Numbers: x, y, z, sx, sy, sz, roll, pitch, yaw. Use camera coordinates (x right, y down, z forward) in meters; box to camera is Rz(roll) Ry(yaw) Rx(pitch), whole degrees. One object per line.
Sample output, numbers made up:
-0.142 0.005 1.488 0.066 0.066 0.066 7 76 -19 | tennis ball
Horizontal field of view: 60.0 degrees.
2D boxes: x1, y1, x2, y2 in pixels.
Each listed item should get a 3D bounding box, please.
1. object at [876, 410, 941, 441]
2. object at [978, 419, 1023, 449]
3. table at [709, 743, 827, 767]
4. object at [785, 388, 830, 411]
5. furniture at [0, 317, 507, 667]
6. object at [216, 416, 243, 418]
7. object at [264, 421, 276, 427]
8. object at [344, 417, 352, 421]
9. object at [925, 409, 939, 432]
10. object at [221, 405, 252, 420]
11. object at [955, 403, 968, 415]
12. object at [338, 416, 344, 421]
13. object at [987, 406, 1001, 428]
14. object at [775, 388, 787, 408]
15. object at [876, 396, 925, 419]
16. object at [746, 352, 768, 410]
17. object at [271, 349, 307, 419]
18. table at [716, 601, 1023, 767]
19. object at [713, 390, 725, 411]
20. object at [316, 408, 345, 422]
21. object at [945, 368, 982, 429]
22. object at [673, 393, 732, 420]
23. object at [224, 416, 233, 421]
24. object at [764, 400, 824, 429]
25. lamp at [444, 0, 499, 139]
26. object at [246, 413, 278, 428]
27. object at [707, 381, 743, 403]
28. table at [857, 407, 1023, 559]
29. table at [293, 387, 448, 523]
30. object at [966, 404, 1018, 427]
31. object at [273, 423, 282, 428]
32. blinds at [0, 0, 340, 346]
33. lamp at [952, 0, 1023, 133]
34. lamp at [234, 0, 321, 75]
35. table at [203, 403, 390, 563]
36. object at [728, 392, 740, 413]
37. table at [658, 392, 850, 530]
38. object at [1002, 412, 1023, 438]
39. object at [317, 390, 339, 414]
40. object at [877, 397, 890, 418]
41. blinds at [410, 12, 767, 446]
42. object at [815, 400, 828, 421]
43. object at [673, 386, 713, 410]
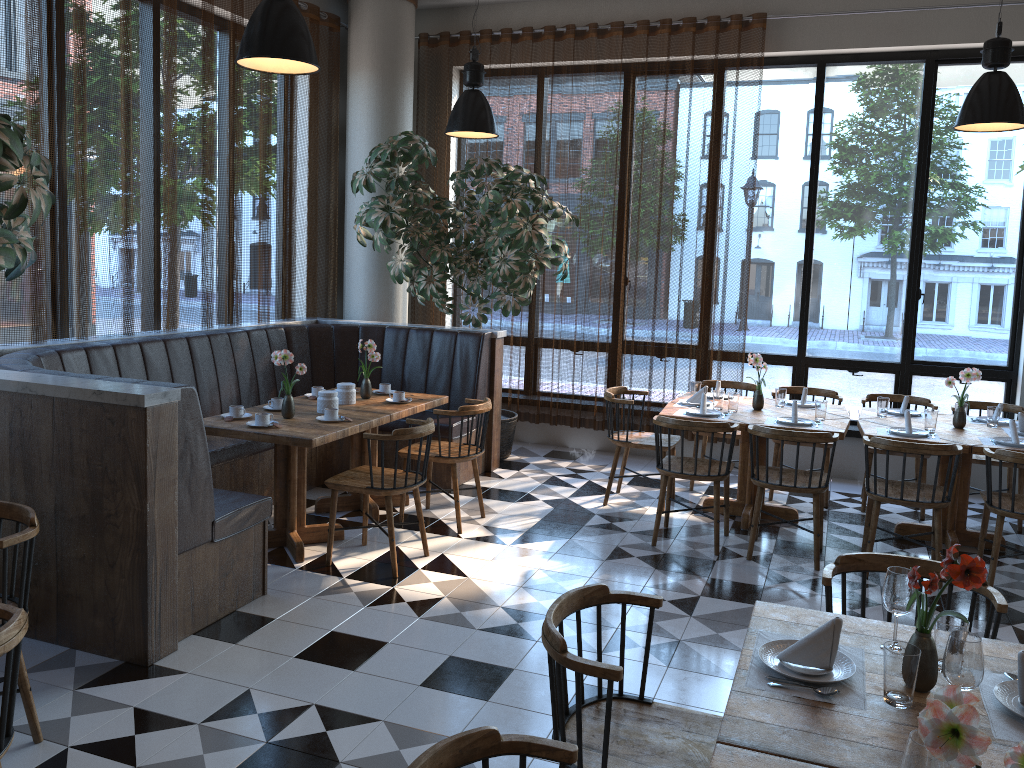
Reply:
2.426 0.238 5.424 0.352 0.136 0.273 5 8 20 | object
2.962 0.286 5.224 0.352 0.136 0.273 5 8 20 | object
0.658 1.212 1.342 0.851 0.760 0.853 5 8 20 | table
2.110 0.087 6.394 0.352 0.136 0.273 5 8 20 | object
-1.675 0.290 5.819 1.919 1.145 4.054 5 8 20 | furniture
-1.628 0.191 5.099 0.155 0.012 0.034 1 8 -8 | object
-1.342 0.227 4.919 0.034 0.012 0.156 3 8 3 | object
-0.957 0.205 5.182 0.049 0.025 0.053 1 8 -11 | object
2.627 0.229 5.558 0.080 0.131 0.080 3 6 5 | object
-1.603 0.163 5.156 0.176 0.066 0.176 -1 9 -24 | object
2.975 0.196 5.874 0.080 0.131 0.080 3 6 5 | object
-0.994 0.205 5.166 0.034 0.012 0.156 0 8 -17 | object
3.135 0.216 5.774 0.080 0.131 0.080 3 6 5 | object
1.903 0.099 6.281 0.080 0.131 0.080 3 6 5 | object
2.731 0.143 6.162 0.352 0.136 0.273 5 8 20 | object
1.685 -0.021 6.122 0.146 0.398 0.207 4 7 19 | object
-1.312 -0.001 5.212 0.206 0.398 0.147 1 6 -12 | object
0.959 1.109 2.137 0.851 0.760 0.853 5 8 20 | table
1.410 0.113 6.053 0.080 0.131 0.080 3 6 5 | object
-1.056 0.181 5.177 0.176 0.066 0.176 -3 9 -34 | object
2.872 0.088 5.662 0.207 0.398 0.147 5 7 25 | object
1.265 0.133 5.857 0.352 0.136 0.273 5 8 20 | object
-1.618 0.198 5.060 0.053 0.025 0.049 2 8 -2 | object
1.805 0.182 5.656 0.352 0.136 0.273 5 8 20 | object
-0.252 -2.682 6.179 0.391 1.857 0.391 6 7 33 | lamp
-1.395 0.200 4.952 0.176 0.066 0.176 4 8 12 | object
1.539 0.036 6.607 0.352 0.136 0.273 5 8 20 | object
2.860 0.662 5.736 1.216 0.760 1.220 5 8 24 | table
-1.008 0.478 6.033 0.851 0.760 0.853 5 8 20 | table
3.267 0.192 5.962 0.352 0.136 0.273 5 8 20 | object
-1.302 0.230 4.921 0.049 0.025 0.053 3 8 9 | object
-2.606 -1.143 5.474 0.155 3.565 5.564 4 8 20 | blinds
2.802 -2.406 5.039 0.390 1.857 0.392 2 6 -2 | lamp
-1.060 -2.406 4.051 0.391 1.857 0.391 5 6 23 | lamp
-1.310 0.581 5.237 0.851 0.760 0.853 5 8 20 | table
1.493 0.127 5.981 0.080 0.131 0.080 3 6 5 | object
1.682 0.556 6.176 1.216 0.760 1.220 5 8 24 | table
3.253 0.250 5.555 0.272 0.136 0.353 5 8 20 | object
-1.130 0.110 5.438 0.130 0.128 0.130 -1 8 -25 | object
2.517 0.159 6.018 0.080 0.131 0.080 3 6 5 | object
0.530 -1.388 7.987 3.202 3.566 0.156 5 6 21 | blinds
2.015 0.174 5.786 0.080 0.131 0.080 3 6 5 | object
1.307 0.076 6.267 0.272 0.136 0.353 5 8 20 | object
